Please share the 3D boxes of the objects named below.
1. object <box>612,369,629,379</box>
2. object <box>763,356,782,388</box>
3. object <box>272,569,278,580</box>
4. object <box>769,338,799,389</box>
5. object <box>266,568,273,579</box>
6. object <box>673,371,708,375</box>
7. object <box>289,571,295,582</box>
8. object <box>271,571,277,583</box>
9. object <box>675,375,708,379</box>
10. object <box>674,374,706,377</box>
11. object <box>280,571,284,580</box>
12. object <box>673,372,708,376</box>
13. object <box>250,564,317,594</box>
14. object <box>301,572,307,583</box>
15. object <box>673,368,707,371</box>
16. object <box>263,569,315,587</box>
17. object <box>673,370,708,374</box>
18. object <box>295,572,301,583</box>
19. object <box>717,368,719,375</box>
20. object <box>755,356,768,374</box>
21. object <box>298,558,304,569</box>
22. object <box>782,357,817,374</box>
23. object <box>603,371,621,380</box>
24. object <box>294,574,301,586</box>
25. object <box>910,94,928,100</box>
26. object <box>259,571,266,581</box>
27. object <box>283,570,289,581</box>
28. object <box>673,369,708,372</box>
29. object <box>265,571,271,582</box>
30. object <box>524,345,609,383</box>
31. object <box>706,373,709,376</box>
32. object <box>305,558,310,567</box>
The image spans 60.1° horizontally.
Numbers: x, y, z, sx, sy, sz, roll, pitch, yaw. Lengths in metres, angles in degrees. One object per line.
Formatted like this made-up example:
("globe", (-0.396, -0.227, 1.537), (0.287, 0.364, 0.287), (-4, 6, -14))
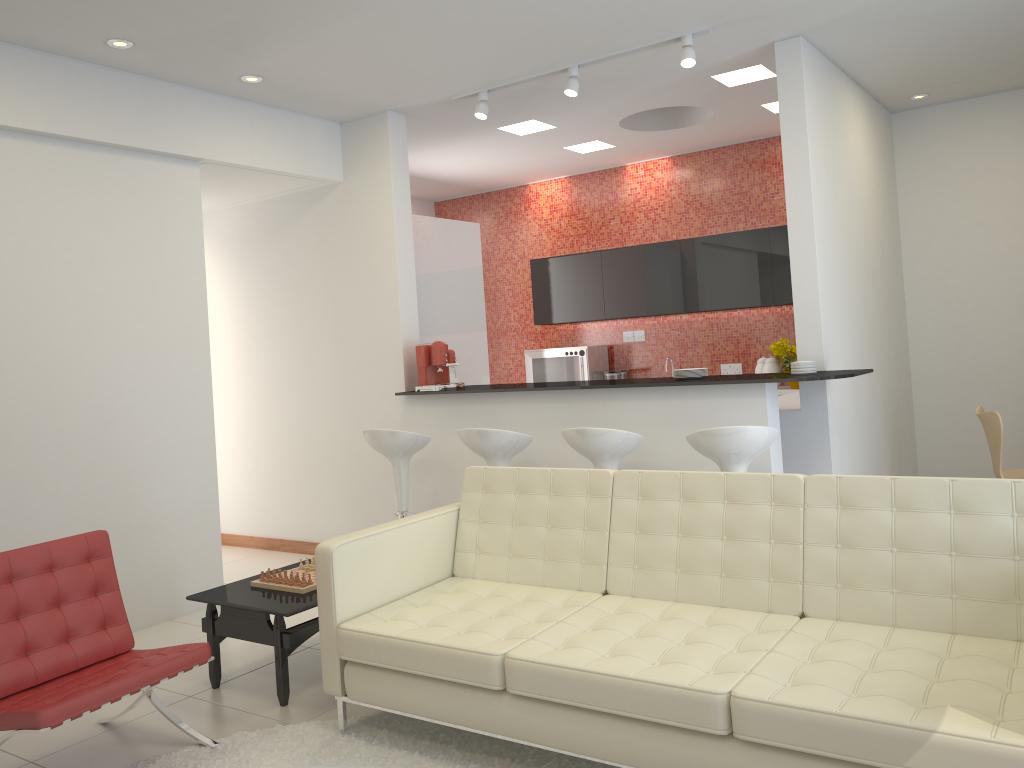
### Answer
("object", (1.056, -0.028, 8.603), (0.172, 0.216, 0.171), (-4, 0, -37))
("object", (2.206, -0.096, 7.500), (0.159, 0.283, 0.159), (-4, 0, -4))
("object", (-1.124, 0.901, 4.193), (0.030, 0.050, 0.030), (-4, -1, 42))
("object", (2.410, -0.192, 7.356), (0.521, 0.449, 0.504), (-3, 1, 37))
("object", (-1.156, 0.902, 4.216), (0.030, 0.050, 0.030), (-4, -1, 42))
("object", (1.084, -0.063, 5.374), (0.210, 0.015, 0.210), (-4, 2, -11))
("object", (-1.025, 0.897, 4.125), (0.030, 0.050, 0.030), (-4, -1, 42))
("object", (-1.114, 0.899, 4.137), (0.030, 0.055, 0.030), (-4, -1, 42))
("object", (1.085, -0.042, 5.374), (0.210, 0.015, 0.210), (-4, 2, -11))
("object", (1.085, -0.049, 5.374), (0.210, 0.015, 0.210), (-4, 2, -11))
("object", (-1.091, 0.899, 4.170), (0.030, 0.050, 0.030), (-4, -1, 42))
("object", (1.084, -0.056, 5.374), (0.210, 0.015, 0.210), (-4, 2, -11))
("object", (-0.983, 0.925, 4.218), (0.359, 0.021, 0.361), (-2, 3, 35))
("object", (-0.959, 0.894, 4.079), (0.030, 0.050, 0.030), (-4, -1, 42))
("object", (1.082, -0.084, 5.375), (0.210, 0.015, 0.210), (-4, 2, -11))
("object", (-0.983, 0.914, 4.218), (0.346, 0.001, 0.350), (-2, 3, 35))
("object", (1.083, -0.070, 5.375), (0.210, 0.015, 0.210), (-4, 2, -11))
("object", (-0.992, 0.895, 4.102), (0.030, 0.050, 0.030), (-4, -1, 42))
("object", (1.830, -0.043, 7.814), (0.009, 0.195, 0.139), (-4, 0, 4))
("object", (2.193, -0.102, 7.690), (0.159, 0.283, 0.159), (-4, 0, -4))
("object", (-1.043, 0.888, 4.380), (0.030, 0.050, 0.030), (-4, -1, 42))
("object", (1.656, -0.112, 5.086), (0.173, 0.097, 0.140), (-3, 1, 27))
("object", (0.957, -0.014, 8.389), (0.172, 0.216, 0.171), (-4, 0, -37))
("object", (-0.982, 0.895, 4.047), (0.030, 0.052, 0.030), (-4, -1, 42))
("object", (3.128, -2.207, 6.804), (0.129, 0.010, 0.129), (-4, 2, -10))
("object", (-1.179, 0.907, 4.183), (0.030, 0.044, 0.030), (-4, 0, 42))
("object", (-1.058, 0.898, 4.147), (0.030, 0.050, 0.030), (-4, -1, 42))
("object", (1.083, -0.077, 5.375), (0.210, 0.015, 0.210), (-4, 2, -11))
("object", (-1.146, 0.902, 4.160), (0.030, 0.052, 0.030), (-4, -1, 42))
("object", (0.538, -0.124, 8.734), (0.721, 0.471, 0.436), (-3, 1, 35))
("object", (1.768, -0.037, 7.801), (0.011, 0.178, 0.164), (-3, -1, -42))
("object", (-1.020, 0.889, 4.413), (0.030, 0.044, 0.030), (-4, 0, 42))
